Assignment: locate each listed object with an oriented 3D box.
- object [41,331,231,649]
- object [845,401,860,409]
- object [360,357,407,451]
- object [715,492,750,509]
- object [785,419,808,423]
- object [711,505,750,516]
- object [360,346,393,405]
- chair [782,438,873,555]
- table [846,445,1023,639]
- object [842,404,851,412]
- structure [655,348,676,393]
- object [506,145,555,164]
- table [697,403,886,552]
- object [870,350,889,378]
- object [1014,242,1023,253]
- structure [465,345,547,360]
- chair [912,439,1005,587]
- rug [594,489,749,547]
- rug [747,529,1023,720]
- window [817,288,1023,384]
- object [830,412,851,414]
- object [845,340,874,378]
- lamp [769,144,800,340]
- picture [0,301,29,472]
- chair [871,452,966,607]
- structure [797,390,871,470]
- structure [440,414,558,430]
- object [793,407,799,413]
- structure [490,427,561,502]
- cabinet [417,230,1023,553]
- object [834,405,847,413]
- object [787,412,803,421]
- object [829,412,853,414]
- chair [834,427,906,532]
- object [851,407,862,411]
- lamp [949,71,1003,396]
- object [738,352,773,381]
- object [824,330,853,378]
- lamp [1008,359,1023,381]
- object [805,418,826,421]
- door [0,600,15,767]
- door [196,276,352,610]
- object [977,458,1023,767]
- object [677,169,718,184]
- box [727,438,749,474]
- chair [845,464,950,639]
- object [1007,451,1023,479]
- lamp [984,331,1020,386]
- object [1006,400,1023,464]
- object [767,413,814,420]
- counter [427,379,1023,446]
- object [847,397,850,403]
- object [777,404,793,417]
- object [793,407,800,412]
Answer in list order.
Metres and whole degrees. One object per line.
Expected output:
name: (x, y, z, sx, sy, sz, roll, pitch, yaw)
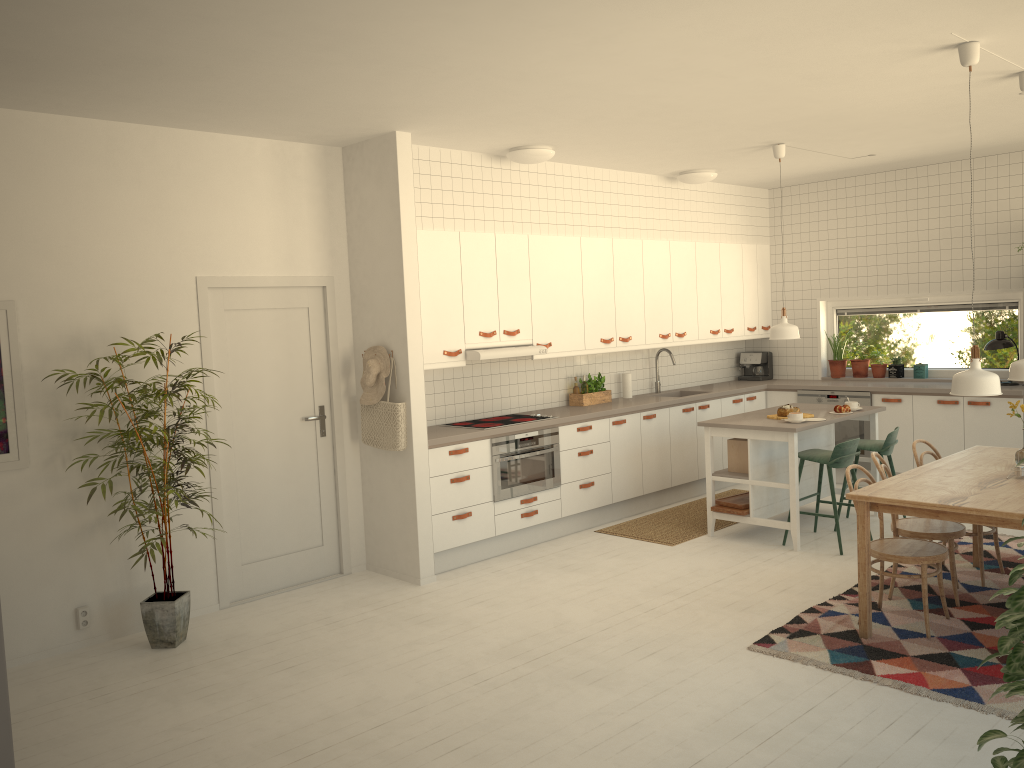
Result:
object: (-2.135, 0.627, 4.281, 0.778, 1.710, 2.089, -1, 5, 27)
object: (2.616, 0.169, 6.834, 0.094, 0.060, 0.098, 1, 6, 43)
object: (-0.848, 0.128, 5.824, 0.093, 0.612, 0.439, -6, 5, -44)
object: (1.761, 0.871, 6.660, 0.430, 0.030, 0.281, -6, 5, -35)
object: (2.019, 0.263, 6.299, 0.160, 0.020, 0.160, -2, 4, 12)
object: (1.720, 0.908, 6.598, 0.430, 0.030, 0.281, -7, 6, -44)
object: (-0.916, -0.057, 5.820, 0.136, 0.385, 0.335, -6, 5, -44)
chair: (2.220, 0.754, 6.261, 0.485, 0.751, 0.446, -7, 6, -44)
table: (2.617, 0.847, 4.690, 1.798, 0.748, 0.894, -7, 6, -44)
object: (2.526, 0.187, 6.702, 0.060, 0.059, 0.074, -2, 4, 16)
structure: (1.423, -0.122, 8.249, 0.063, 0.421, 0.236, -6, 5, -36)
object: (0.135, -1.636, 6.369, 0.351, 0.101, 0.351, -3, 4, -2)
table: (2.180, 0.661, 6.809, 1.424, 0.864, 0.794, -7, 6, -44)
object: (3.544, -0.193, 8.535, 0.194, 0.277, 0.177, -2, 4, 13)
object: (4.295, -1.063, 7.038, 0.468, 0.545, 0.474, -5, 5, -30)
structure: (-0.140, -0.237, 6.631, 0.681, 0.073, 0.482, -7, 6, -44)
chair: (2.699, 0.753, 5.371, 0.385, 0.810, 0.483, -6, 5, -41)
rug: (1.619, 1.078, 7.361, 2.001, 0.004, 0.750, -7, 6, -44)
rug: (2.837, 1.198, 4.825, 3.026, 0.035, 1.749, -7, 6, -44)
window: (3.828, -0.438, 8.324, 0.293, 0.815, 1.898, -6, 6, -44)
object: (2.492, 0.215, 6.713, 0.120, 0.005, 0.122, -5, 5, -25)
object: (3.418, -0.248, 8.693, 0.234, 0.369, 0.258, -5, 5, -32)
lamp: (2.034, -1.083, 6.681, 0.230, 1.490, 0.229, -6, 5, -43)
picture: (-2.861, 0.039, 4.362, 0.822, 0.876, 0.012, -7, 5, -44)
chair: (2.309, 0.796, 5.043, 0.483, 0.810, 0.386, -1, 4, 29)
structure: (3.223, 0.393, 8.472, 0.704, 0.710, 0.706, -7, 6, -44)
structure: (-0.092, 0.288, 6.625, 0.764, 0.057, 0.504, -7, 6, -44)
object: (2.088, 0.201, 6.580, 0.072, 0.057, 0.083, -6, 5, -37)
structure: (-0.108, 0.570, 6.685, 0.682, 0.447, 0.704, -7, 6, -44)
cabinet: (1.746, -0.138, 6.818, 4.846, 2.158, 2.853, -7, 6, -44)
object: (2.473, 0.189, 6.710, 0.070, 0.060, 0.131, -3, 4, -5)
object: (2.015, 0.235, 6.298, 0.098, 0.064, 0.094, -2, 4, 5)
object: (2.489, 0.217, 6.709, 0.167, 0.005, 0.167, 1, 6, 42)
chair: (2.689, 0.702, 6.661, 0.446, 0.751, 0.485, 0, 5, 31)
object: (2.616, 0.195, 6.834, 0.160, 0.020, 0.160, 1, 6, 42)
lamp: (2.225, -0.745, 4.273, 0.229, 1.595, 0.230, -3, 4, -9)
object: (2.511, -0.185, 9.265, 0.280, 0.292, 0.316, -6, 6, -43)
object: (3.260, -0.313, 8.829, 0.300, 0.498, 0.334, 0, 5, 29)
lamp: (2.844, -0.819, 4.866, 0.229, 1.595, 0.230, -3, 4, 2)
object: (2.170, 0.257, 6.379, 0.167, 0.005, 0.167, 1, 6, 42)
door: (0.497, 0.646, 0.215, 0.955, 2.032, 0.882, -6, 5, -44)
door: (-1.534, 0.330, 5.732, 0.955, 2.032, 0.166, -6, 5, -44)
object: (1.374, 0.771, 2.081, 0.514, 1.423, 0.569, -3, 4, -1)
object: (1.628, -1.813, 7.799, 0.351, 0.101, 0.351, -3, 4, -2)
box: (1.817, 0.522, 6.648, 0.357, 0.242, 0.237, -7, 6, -43)
chair: (2.012, 0.841, 4.630, 0.483, 0.810, 0.385, 1, 5, 44)
object: (2.620, 0.412, 4.561, 0.155, 0.138, 0.095, -7, 6, -43)
lamp: (4.162, -0.223, 7.554, 0.262, 0.465, 0.239, -4, 4, -15)
object: (2.788, 0.261, 4.795, 0.144, 0.388, 0.206, -2, 4, 8)
object: (2.068, 0.240, 6.586, 0.306, 0.019, 0.237, -5, 5, -27)
counter: (1.766, 0.258, 6.844, 4.846, 0.163, 2.856, -7, 6, -44)
object: (2.612, 0.151, 6.855, 0.028, 0.086, 0.102, -3, 4, -3)
object: (2.014, 0.194, 6.539, 0.090, 0.087, 0.086, -6, 5, -36)
object: (2.102, 0.200, 6.604, 0.073, 0.055, 0.083, -6, 5, -37)
